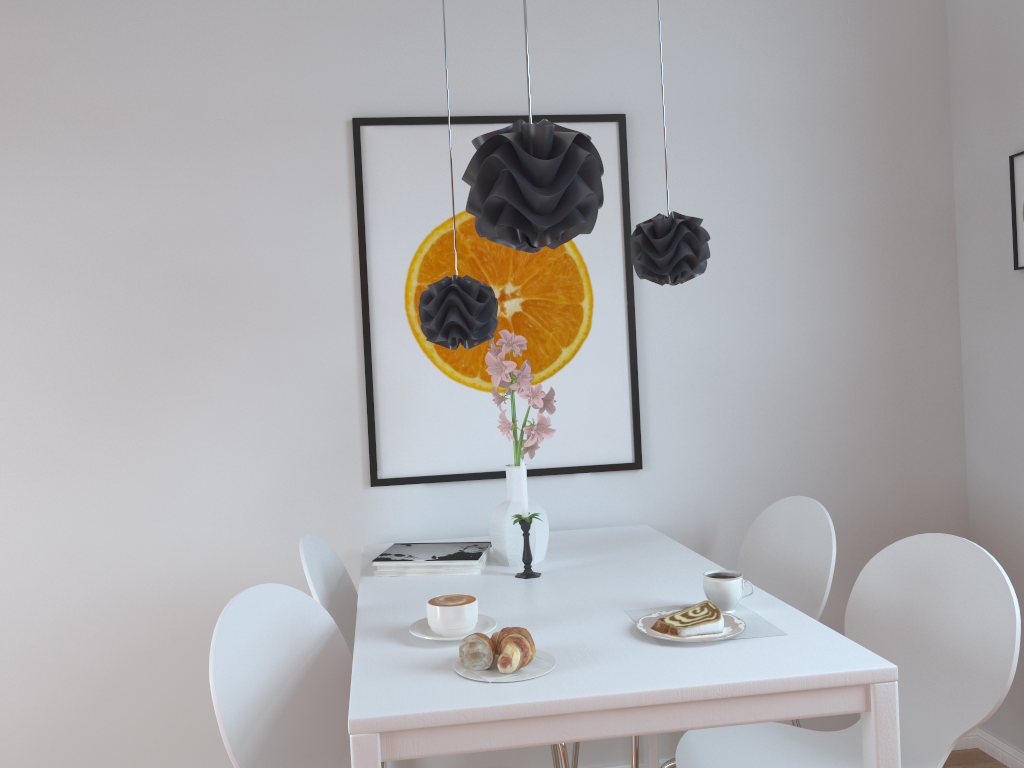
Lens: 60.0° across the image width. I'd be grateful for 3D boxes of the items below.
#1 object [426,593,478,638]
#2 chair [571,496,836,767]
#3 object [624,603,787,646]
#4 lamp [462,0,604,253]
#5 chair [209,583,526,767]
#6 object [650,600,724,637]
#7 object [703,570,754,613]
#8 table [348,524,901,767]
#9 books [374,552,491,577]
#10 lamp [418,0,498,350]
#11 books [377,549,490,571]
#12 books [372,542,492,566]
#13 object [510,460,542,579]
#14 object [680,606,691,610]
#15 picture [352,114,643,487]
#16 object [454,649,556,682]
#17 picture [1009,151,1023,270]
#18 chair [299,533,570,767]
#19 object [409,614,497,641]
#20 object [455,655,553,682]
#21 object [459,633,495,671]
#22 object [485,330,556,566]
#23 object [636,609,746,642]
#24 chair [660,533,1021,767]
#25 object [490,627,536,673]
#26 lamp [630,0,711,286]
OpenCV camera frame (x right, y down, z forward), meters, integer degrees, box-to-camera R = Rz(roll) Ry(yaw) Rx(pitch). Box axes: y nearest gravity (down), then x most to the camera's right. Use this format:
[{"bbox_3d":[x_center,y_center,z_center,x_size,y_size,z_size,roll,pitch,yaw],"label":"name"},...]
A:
[{"bbox_3d":[-0.109,0.424,1.627,0.094,0.064,0.099,-3,1,-5],"label":"object"},{"bbox_3d":[0.501,0.752,2.306,0.641,0.870,0.507,-3,1,-13],"label":"chair"},{"bbox_3d":[0.346,0.436,1.628,0.227,0.003,0.228,-3,1,-8],"label":"object"},{"bbox_3d":[0.021,-0.935,1.915,0.299,1.294,0.291,-2,1,39],"label":"lamp"},{"bbox_3d":[-0.165,0.801,1.557,0.651,0.870,0.500,-3,1,17],"label":"chair"},{"bbox_3d":[0.317,0.418,1.571,0.127,0.043,0.075,-3,1,-15],"label":"object"},{"bbox_3d":[0.406,0.397,1.685,0.085,0.070,0.075,-2,1,41],"label":"object"},{"bbox_3d":[0.101,0.829,1.939,0.831,0.771,1.278,-3,1,-8],"label":"table"},{"bbox_3d":[-0.192,0.445,2.196,0.260,0.014,0.191,-3,1,7],"label":"books"},{"bbox_3d":[-0.147,-0.825,1.894,0.170,1.505,0.169,-3,0,9],"label":"lamp"},{"bbox_3d":[-0.188,0.431,2.194,0.255,0.014,0.191,-3,1,5],"label":"books"},{"bbox_3d":[-0.192,0.418,2.188,0.258,0.012,0.206,-3,1,9],"label":"books"},{"bbox_3d":[0.030,0.295,2.051,0.080,0.298,0.078,-2,1,32],"label":"object"},{"bbox_3d":[0.359,0.421,1.688,0.028,0.027,0.128,-2,1,41],"label":"object"},{"bbox_3d":[-0.035,-0.252,2.581,0.797,1.052,0.017,-3,0,-7],"label":"picture"},{"bbox_3d":[-0.011,0.458,1.447,0.169,0.005,0.164,-2,1,35],"label":"object"},{"bbox_3d":[1.436,-0.480,2.379,0.017,0.322,0.246,-3,1,-9],"label":"picture"},{"bbox_3d":[-0.170,0.788,2.178,0.645,0.870,0.505,-3,1,-3],"label":"chair"},{"bbox_3d":[-0.107,0.452,1.624,0.161,0.020,0.160,-3,1,7],"label":"object"},{"bbox_3d":[-0.014,0.456,1.444,0.119,0.005,0.124,-3,1,-28],"label":"object"},{"bbox_3d":[-0.051,0.430,1.451,0.061,0.059,0.074,-3,1,13],"label":"object"},{"bbox_3d":[0.030,0.151,2.211,0.179,0.579,0.178,-3,1,19],"label":"object"},{"bbox_3d":[0.318,0.434,1.579,0.190,0.012,0.192,-3,1,-10],"label":"object"},{"bbox_3d":[0.618,0.758,1.718,0.640,0.870,0.508,-3,1,-18],"label":"chair"},{"bbox_3d":[0.003,0.428,1.444,0.069,0.060,0.131,-3,1,-8],"label":"object"},{"bbox_3d":[0.316,-0.970,1.951,0.168,1.505,0.171,-3,1,-16],"label":"lamp"}]
